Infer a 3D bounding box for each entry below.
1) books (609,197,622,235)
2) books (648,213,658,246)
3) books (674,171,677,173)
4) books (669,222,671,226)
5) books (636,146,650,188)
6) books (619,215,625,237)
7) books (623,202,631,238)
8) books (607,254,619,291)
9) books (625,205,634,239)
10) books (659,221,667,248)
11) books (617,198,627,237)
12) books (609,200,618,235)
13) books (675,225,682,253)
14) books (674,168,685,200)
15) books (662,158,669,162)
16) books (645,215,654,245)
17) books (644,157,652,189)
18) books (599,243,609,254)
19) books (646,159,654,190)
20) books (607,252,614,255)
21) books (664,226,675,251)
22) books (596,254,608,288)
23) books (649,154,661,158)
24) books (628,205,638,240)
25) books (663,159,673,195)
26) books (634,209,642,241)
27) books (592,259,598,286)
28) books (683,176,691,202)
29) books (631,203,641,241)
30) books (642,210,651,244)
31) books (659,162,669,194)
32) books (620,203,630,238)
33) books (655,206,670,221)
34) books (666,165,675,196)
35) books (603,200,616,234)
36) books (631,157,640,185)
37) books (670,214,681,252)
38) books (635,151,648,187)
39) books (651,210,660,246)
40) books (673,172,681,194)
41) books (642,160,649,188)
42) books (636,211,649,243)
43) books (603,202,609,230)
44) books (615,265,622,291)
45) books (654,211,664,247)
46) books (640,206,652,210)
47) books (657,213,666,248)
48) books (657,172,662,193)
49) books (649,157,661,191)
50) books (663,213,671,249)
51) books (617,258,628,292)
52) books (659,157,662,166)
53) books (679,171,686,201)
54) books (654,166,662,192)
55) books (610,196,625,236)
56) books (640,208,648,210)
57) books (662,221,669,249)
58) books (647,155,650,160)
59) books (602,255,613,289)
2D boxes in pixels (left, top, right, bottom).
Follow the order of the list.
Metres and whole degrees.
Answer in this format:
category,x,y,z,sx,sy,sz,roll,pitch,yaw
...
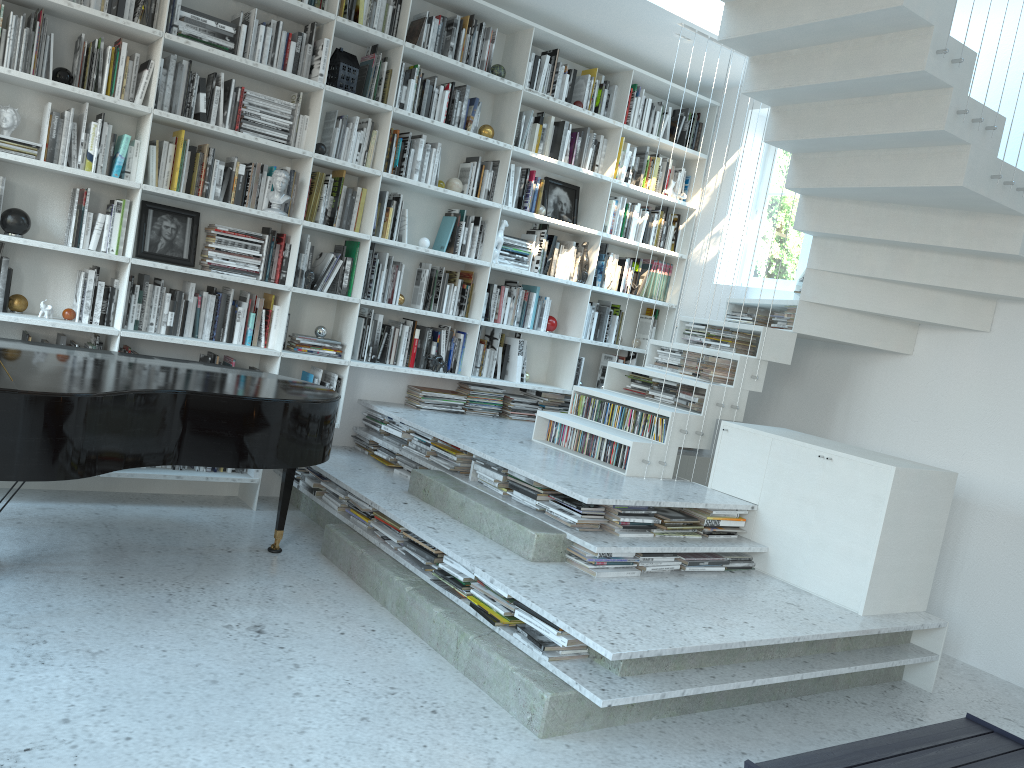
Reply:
category,x,y,z,sx,sy,sz,roll,pitch,yaw
books,0.690,-1.184,6.284,0.014,0.286,0.185,7,6,-36
books,0.989,-1.131,6.535,0.025,0.253,0.159,7,6,-36
books,1.165,-1.465,6.602,0.023,0.228,0.131,7,6,-36
books,1.124,-1.103,6.657,0.024,0.230,0.130,7,6,-36
books,0.885,-1.527,6.271,0.022,0.297,0.152,7,6,-36
books,0.731,-1.128,6.359,0.027,0.180,0.156,7,6,-36
books,0.773,-1.168,6.374,0.025,0.271,0.152,7,6,-36
books,0.684,-0.804,6.373,0.056,0.262,0.176,7,6,-36
books,0.797,-1.158,6.381,0.024,0.259,0.156,7,6,-36
books,1.058,-1.099,6.569,0.025,0.212,0.188,7,6,-36
books,0.733,-1.184,6.332,0.012,0.293,0.165,7,6,-36
books,0.663,-1.175,6.285,0.026,0.257,0.173,7,6,-36
books,1.187,-1.087,6.669,0.021,0.219,0.183,7,6,-36
books,1.197,-1.474,6.603,0.029,0.258,0.162,7,6,-36
books,1.068,-1.510,6.515,0.011,0.295,0.150,7,6,-36
books,0.960,-1.128,6.529,0.028,0.237,0.145,7,6,-36
books,0.917,-1.494,6.312,0.012,0.238,0.165,7,6,-36
books,0.611,-0.846,6.339,0.012,0.322,0.141,7,6,-36
books,0.931,-1.484,6.312,0.013,0.222,0.174,7,6,-36
books,0.645,-0.812,6.360,0.022,0.266,0.157,7,6,-36
books,1.119,-1.083,6.615,0.029,0.195,0.191,7,6,-36
books,0.601,-0.806,6.317,0.022,0.243,0.170,7,6,-36
books,0.991,-1.520,6.443,0.010,0.296,0.165,7,6,-36
books,0.817,-1.157,6.393,0.022,0.263,0.172,7,6,-36
books,1.088,-1.503,6.517,0.023,0.287,0.162,7,6,-36
books,0.867,-1.148,6.453,0.012,0.254,0.160,7,6,-36
books,0.549,-0.812,6.314,0.066,0.237,0.144,7,6,-36
books,1.252,-1.444,6.625,0.011,0.217,0.169,7,6,-36
books,0.838,-1.165,6.411,0.030,0.284,0.166,7,6,-36
books,0.925,-1.141,6.477,0.023,0.258,0.183,7,6,-36
books,1.064,-1.492,6.489,0.022,0.261,0.160,7,6,-36
books,0.761,-1.164,6.356,0.013,0.260,0.158,7,6,-36
books,1.091,-1.157,6.609,0.013,0.330,0.139,7,6,-36
books,1.125,-1.481,6.542,0.070,0.254,0.154,7,6,-36
books,0.640,-1.172,6.255,0.023,0.248,0.181,7,6,-36
books,0.832,-1.493,6.260,0.025,0.212,0.134,7,6,-36
books,1.170,-1.126,6.646,0.042,0.292,0.186,7,6,-36
books,0.866,-1.508,6.256,0.023,0.254,0.189,7,6,-36
books,1.012,-1.142,6.537,0.012,0.283,0.151,7,6,-36
books,1.159,-1.456,6.569,0.023,0.214,0.180,7,6,-36
books,0.889,-1.481,6.288,0.014,0.206,0.183,7,6,-36
books,0.900,-1.137,6.453,0.045,0.245,0.176,7,6,-36
books,0.604,-1.181,6.264,0.026,0.250,0.160,7,6,-36
books,0.708,-0.764,6.399,0.023,0.189,0.169,7,6,-36
books,1.023,-1.137,6.542,0.013,0.277,0.187,7,6,-36
books,0.944,-1.157,6.511,0.024,0.292,0.132,7,6,-36
books,1.041,-1.130,6.552,0.028,0.268,0.173,7,6,-36
books,1.023,-1.460,6.492,0.034,0.183,0.156,7,6,-36
books,0.942,-1.494,6.345,0.042,0.242,0.247,7,6,-36
books,1.101,-1.131,6.612,0.013,0.283,0.149,7,6,-36
books,0.753,-0.788,6.431,0.022,0.247,0.180,7,6,-36
books,1.008,-1.512,6.471,0.024,0.282,0.153,7,6,-36
books,1.224,-1.465,6.624,0.040,0.247,0.159,7,6,-36
books,1.001,-1.476,6.443,0.013,0.213,0.186,7,6,-36
books,0.714,-1.189,6.331,0.022,0.297,0.161,7,6,-36
books,0.927,-1.151,6.505,0.010,0.274,0.129,7,6,-36
books,1.074,-1.102,6.591,0.025,0.220,0.177,7,6,-36
books,0.903,-1.498,6.302,0.022,0.242,0.144,7,6,-36
books,0.631,-0.803,6.337,0.026,0.246,0.180,7,6,-36
